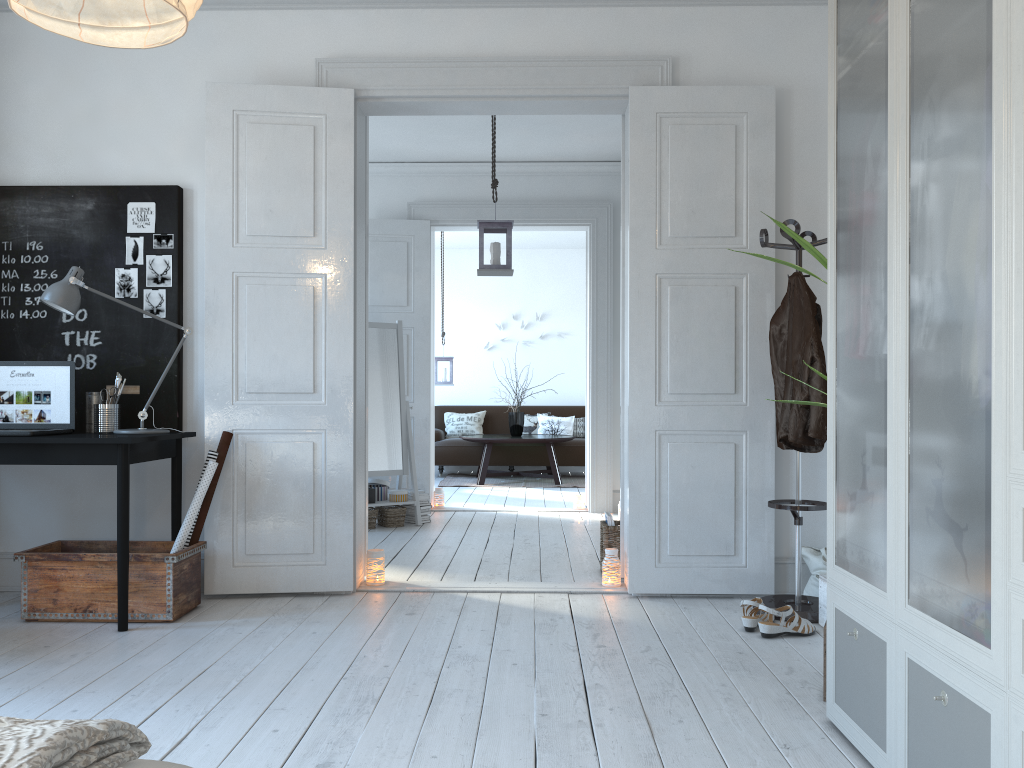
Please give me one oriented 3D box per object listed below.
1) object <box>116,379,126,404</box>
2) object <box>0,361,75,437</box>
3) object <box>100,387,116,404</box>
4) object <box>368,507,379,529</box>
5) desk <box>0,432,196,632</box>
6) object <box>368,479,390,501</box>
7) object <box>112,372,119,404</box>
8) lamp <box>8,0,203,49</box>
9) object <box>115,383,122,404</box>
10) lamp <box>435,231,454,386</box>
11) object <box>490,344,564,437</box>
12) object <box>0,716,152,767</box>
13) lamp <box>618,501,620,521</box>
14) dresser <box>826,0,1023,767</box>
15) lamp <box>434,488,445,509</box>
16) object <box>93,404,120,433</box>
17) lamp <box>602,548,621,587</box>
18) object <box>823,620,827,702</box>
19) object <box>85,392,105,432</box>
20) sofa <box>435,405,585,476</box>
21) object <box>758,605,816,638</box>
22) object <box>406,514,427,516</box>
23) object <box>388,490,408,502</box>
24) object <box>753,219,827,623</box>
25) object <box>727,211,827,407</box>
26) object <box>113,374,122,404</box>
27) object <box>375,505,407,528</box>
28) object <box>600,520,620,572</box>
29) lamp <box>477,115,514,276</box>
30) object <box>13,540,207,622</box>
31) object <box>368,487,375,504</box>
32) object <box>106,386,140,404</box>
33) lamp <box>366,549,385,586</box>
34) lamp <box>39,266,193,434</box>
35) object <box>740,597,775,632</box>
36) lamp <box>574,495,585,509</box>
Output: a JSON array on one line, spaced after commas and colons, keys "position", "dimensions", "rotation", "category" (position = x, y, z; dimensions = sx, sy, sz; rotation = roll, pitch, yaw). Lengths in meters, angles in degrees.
[{"position": [-1.760, 0.096, 3.940], "dimensions": [0.084, 0.240, 0.009], "rotation": [0, 0, -22], "category": "object"}, {"position": [-2.110, 0.056, 3.674], "dimensions": [0.445, 0.315, 0.325], "rotation": [0, -1, 1], "category": "object"}, {"position": [-1.811, 0.114, 3.952], "dimensions": [0.081, 0.198, 0.050], "rotation": [0, 0, 26], "category": "object"}, {"position": [-1.065, 0.952, 6.306], "dimensions": [0.185, 0.140, 0.295], "rotation": [0, -1, -27], "category": "object"}, {"position": [-2.038, 0.593, 3.758], "dimensions": [1.159, 0.759, 0.651], "rotation": [0, 0, 1], "category": "desk"}, {"position": [-1.004, 0.766, 6.491], "dimensions": [0.207, 0.159, 0.241], "rotation": [0, -1, 9], "category": "object"}, {"position": [-1.778, 0.080, 3.955], "dimensions": [0.008, 0.267, 0.060], "rotation": [0, 0, 18], "category": "object"}, {"position": [-0.727, -1.268, 1.590], "dimensions": [0.338, 1.231, 0.340], "rotation": [0, 0, 33], "category": "lamp"}, {"position": [-1.771, 0.105, 3.945], "dimensions": [0.009, 0.222, 0.082], "rotation": [0, 0, 31], "category": "object"}, {"position": [-0.765, -0.866, 9.928], "dimensions": [0.228, 1.762, 0.228], "rotation": [0, 0, -2], "category": "lamp"}, {"position": [0.171, 0.050, 9.812], "dimensions": [0.845, 1.066, 0.525], "rotation": [0, 0, -28], "category": "object"}, {"position": [-1.111, 0.359, 0.808], "dimensions": [1.460, 0.104, 0.405], "rotation": [0, -1, 1], "category": "object"}, {"position": [0.837, 0.954, 6.654], "dimensions": [0.084, 0.146, 0.084], "rotation": [0, 0, 6], "category": "lamp"}, {"position": [1.176, -0.152, 1.791], "dimensions": [0.630, 2.163, 1.432], "rotation": [0, 0, 1], "category": "dresser"}, {"position": [-0.602, 0.943, 7.327], "dimensions": [0.089, 0.166, 0.089], "rotation": [0, 0, 0], "category": "lamp"}, {"position": [-1.800, 0.154, 3.940], "dimensions": [0.108, 0.128, 0.108], "rotation": [0, 0, 16], "category": "object"}, {"position": [0.481, 0.887, 4.285], "dimensions": [0.093, 0.180, 0.093], "rotation": [0, 0, -16], "category": "lamp"}, {"position": [1.028, 0.787, 2.712], "dimensions": [0.132, 0.351, 0.138], "rotation": [0, 0, 24], "category": "object"}, {"position": [-1.888, 0.130, 4.014], "dimensions": [0.079, 0.188, 0.079], "rotation": [0, 0, -20], "category": "object"}, {"position": [0.089, 0.674, 10.667], "dimensions": [2.165, 0.824, 0.969], "rotation": [0, -1, 1], "category": "sofa"}, {"position": [1.074, 0.910, 3.439], "dimensions": [0.272, 0.126, 0.099], "rotation": [1, -1, -26], "category": "object"}, {"position": [-0.720, 0.964, 6.576], "dimensions": [0.156, 0.014, 0.111], "rotation": [-1, -1, 44], "category": "object"}, {"position": [-0.819, 0.805, 6.391], "dimensions": [0.142, 0.074, 0.142], "rotation": [0, -1, -15], "category": "object"}, {"position": [1.229, 0.150, 3.801], "dimensions": [0.374, 1.658, 0.374], "rotation": [0, 0, 9], "category": "object"}, {"position": [1.208, 0.185, 2.846], "dimensions": [1.044, 1.554, 0.289], "rotation": [0, 0, 31], "category": "object"}, {"position": [-1.774, 0.083, 3.955], "dimensions": [0.012, 0.264, 0.062], "rotation": [0, 0, 44], "category": "object"}, {"position": [-0.877, 0.954, 6.409], "dimensions": [0.185, 0.140, 0.295], "rotation": [0, -1, -27], "category": "object"}, {"position": [0.604, 0.861, 4.647], "dimensions": [0.270, 0.265, 0.224], "rotation": [0, 0, 1], "category": "object"}, {"position": [-0.105, -1.580, 5.619], "dimensions": [0.228, 1.762, 0.228], "rotation": [0, 0, -2], "category": "lamp"}, {"position": [-1.682, 0.830, 3.749], "dimensions": [0.664, 0.282, 0.339], "rotation": [0, -1, 1], "category": "object"}, {"position": [-1.074, 0.789, 6.262], "dimensions": [0.165, 0.103, 0.155], "rotation": [1, -1, -34], "category": "object"}, {"position": [-1.753, 0.111, 3.993], "dimensions": [0.138, 0.209, 0.034], "rotation": [0, 0, -19], "category": "object"}, {"position": [-0.662, 0.889, 4.301], "dimensions": [0.089, 0.166, 0.089], "rotation": [0, 0, -6], "category": "lamp"}, {"position": [-1.714, -0.140, 3.872], "dimensions": [0.617, 0.716, 0.230], "rotation": [0, 0, -28], "category": "lamp"}, {"position": [0.987, 0.912, 3.582], "dimensions": [0.099, 0.126, 0.272], "rotation": [0, -1, 34], "category": "object"}, {"position": [0.553, 0.974, 7.289], "dimensions": [0.093, 0.110, 0.093], "rotation": [0, 0, 18], "category": "lamp"}]
